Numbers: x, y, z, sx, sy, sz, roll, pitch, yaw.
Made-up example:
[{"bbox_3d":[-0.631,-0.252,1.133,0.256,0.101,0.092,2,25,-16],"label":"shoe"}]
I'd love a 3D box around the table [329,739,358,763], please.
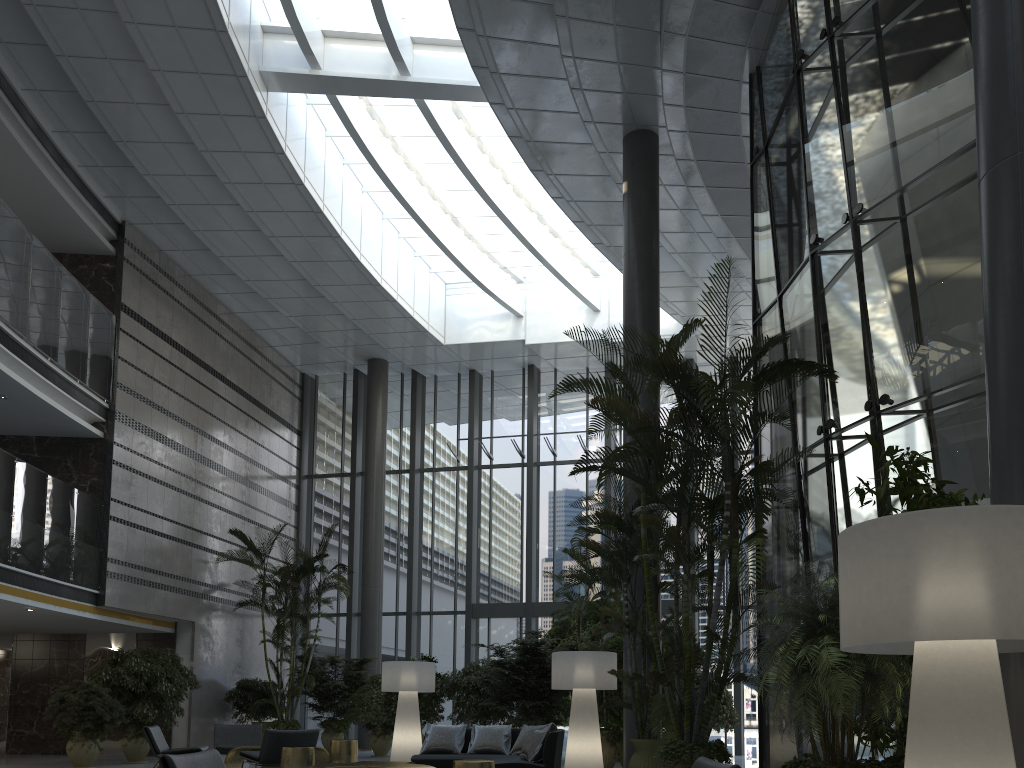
[{"bbox_3d":[-2.204,4.902,11.203,0.442,0.477,0.465,1,-13,-1],"label":"table"}]

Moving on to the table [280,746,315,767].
[{"bbox_3d":[-2.413,4.331,9.637,0.439,0.477,0.468,-1,-13,8],"label":"table"}]

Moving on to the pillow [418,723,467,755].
[{"bbox_3d":[-0.853,4.453,10.742,0.606,0.386,0.313,-3,-12,11],"label":"pillow"}]

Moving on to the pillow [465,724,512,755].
[{"bbox_3d":[-0.260,4.424,10.654,0.605,0.386,0.314,-4,-12,15],"label":"pillow"}]

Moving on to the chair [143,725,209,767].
[{"bbox_3d":[-4.396,4.802,11.207,0.738,0.643,0.753,4,-15,-13],"label":"chair"}]

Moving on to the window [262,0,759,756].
[{"bbox_3d":[-2.003,0.458,11.976,13.499,9.588,19.812,-7,-19,25],"label":"window"}]

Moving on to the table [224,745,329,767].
[{"bbox_3d":[-3.043,5.021,11.410,1.370,0.379,1.256,-17,-26,39],"label":"table"}]

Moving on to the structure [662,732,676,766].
[{"bbox_3d":[2.106,5.058,11.664,0.439,0.612,0.469,-3,-11,16],"label":"structure"}]

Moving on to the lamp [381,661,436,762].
[{"bbox_3d":[-1.649,5.236,13.567,0.829,1.609,0.883,-4,-10,30],"label":"lamp"}]

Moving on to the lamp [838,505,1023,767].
[{"bbox_3d":[1.705,1.370,3.274,0.863,1.609,0.849,5,-10,-26],"label":"lamp"}]

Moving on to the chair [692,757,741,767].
[{"bbox_3d":[0.743,2.246,4.350,0.730,0.642,0.762,1,-14,-3],"label":"chair"}]

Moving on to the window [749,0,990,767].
[{"bbox_3d":[5.353,1.367,11.550,4.191,7.613,16.375,-2,-18,14],"label":"window"}]

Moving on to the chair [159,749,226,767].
[{"bbox_3d":[-1.541,2.437,4.895,0.726,0.642,0.765,0,-14,2],"label":"chair"}]

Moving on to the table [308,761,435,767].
[{"bbox_3d":[-1.255,3.732,7.944,1.451,0.405,1.352,-2,-19,7],"label":"table"}]

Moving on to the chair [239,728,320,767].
[{"bbox_3d":[-2.767,4.431,10.195,0.760,0.643,0.731,14,-19,-41],"label":"chair"}]

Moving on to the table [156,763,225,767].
[{"bbox_3d":[-3.892,4.680,10.352,0.757,0.258,0.904,4,-20,-11],"label":"table"}]

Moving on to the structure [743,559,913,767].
[{"bbox_3d":[1.785,1.846,4.663,0.983,1.704,0.953,1,-9,-5],"label":"structure"}]

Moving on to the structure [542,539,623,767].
[{"bbox_3d":[1.135,3.830,12.147,1.415,3.332,1.263,1,-7,-2],"label":"structure"}]

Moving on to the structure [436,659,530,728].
[{"bbox_3d":[-0.456,5.934,15.689,2.021,1.816,1.721,-13,-18,43],"label":"structure"}]

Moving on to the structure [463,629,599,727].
[{"bbox_3d":[0.294,5.068,13.964,2.230,2.234,2.464,1,-14,-1],"label":"structure"}]

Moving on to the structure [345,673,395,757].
[{"bbox_3d":[-2.464,6.366,16.496,1.471,1.544,1.638,5,-14,-19],"label":"structure"}]

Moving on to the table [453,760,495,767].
[{"bbox_3d":[-0.327,3.472,7.329,0.439,0.477,0.468,-1,-13,8],"label":"table"}]

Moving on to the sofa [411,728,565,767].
[{"bbox_3d":[-0.336,4.338,9.889,1.914,0.672,2.131,-2,-19,7],"label":"sofa"}]

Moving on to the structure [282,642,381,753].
[{"bbox_3d":[-3.634,6.380,17.462,1.869,2.204,1.948,1,-12,-3],"label":"structure"}]

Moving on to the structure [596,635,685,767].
[{"bbox_3d":[1.775,4.656,12.570,1.639,2.045,1.580,9,-14,-34],"label":"structure"}]

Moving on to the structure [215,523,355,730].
[{"bbox_3d":[-4.342,4.886,16.622,2.505,4.483,2.567,-2,-10,18],"label":"structure"}]

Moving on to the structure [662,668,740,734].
[{"bbox_3d":[2.697,5.115,13.093,1.471,1.544,1.638,5,-14,-19],"label":"structure"}]

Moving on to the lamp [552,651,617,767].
[{"bbox_3d":[0.922,4.264,10.949,0.863,1.609,0.849,5,-10,-26],"label":"lamp"}]

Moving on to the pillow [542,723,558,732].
[{"bbox_3d":[0.344,4.031,9.640,0.363,0.432,0.665,1,-16,-4],"label":"pillow"}]

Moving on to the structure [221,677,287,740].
[{"bbox_3d":[-5.120,6.638,17.172,1.455,1.485,1.140,10,-14,-35],"label":"structure"}]

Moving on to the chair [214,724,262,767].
[{"bbox_3d":[-3.926,5.230,12.331,0.742,0.643,0.749,7,-15,-22],"label":"chair"}]

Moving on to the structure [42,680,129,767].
[{"bbox_3d":[-6.367,5.048,12.711,1.192,1.275,1.238,-5,-14,24],"label":"structure"}]

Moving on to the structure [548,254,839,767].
[{"bbox_3d":[1.527,1.479,7.496,2.453,4.482,2.625,2,-9,-6],"label":"structure"}]

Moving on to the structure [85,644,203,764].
[{"bbox_3d":[-6.117,5.299,14.225,1.633,1.895,2.129,-10,-18,42],"label":"structure"}]

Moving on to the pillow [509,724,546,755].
[{"bbox_3d":[0.229,4.291,10.339,0.299,0.396,0.636,8,-18,-34],"label":"pillow"}]

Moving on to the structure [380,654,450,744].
[{"bbox_3d":[-1.786,5.964,15.882,1.239,1.892,1.447,-7,-13,37],"label":"structure"}]

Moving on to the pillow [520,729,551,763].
[{"bbox_3d":[0.259,3.912,9.267,0.278,0.352,0.591,3,-17,-12],"label":"pillow"}]

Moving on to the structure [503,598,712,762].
[{"bbox_3d":[1.694,5.285,15.352,3.742,2.838,3.369,-6,-16,24],"label":"structure"}]

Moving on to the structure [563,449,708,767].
[{"bbox_3d":[1.398,2.601,9.238,1.654,3.588,2.128,1,-9,-3],"label":"structure"}]

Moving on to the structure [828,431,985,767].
[{"bbox_3d":[2.513,1.581,5.189,1.154,2.614,1.076,3,-8,-14],"label":"structure"}]
